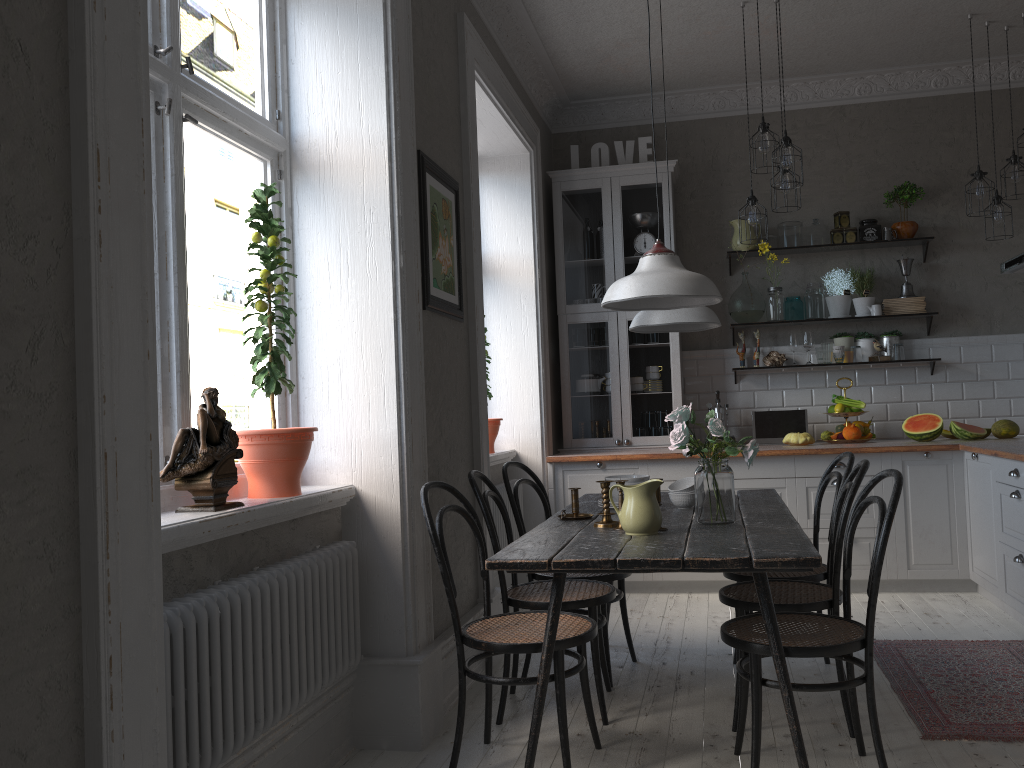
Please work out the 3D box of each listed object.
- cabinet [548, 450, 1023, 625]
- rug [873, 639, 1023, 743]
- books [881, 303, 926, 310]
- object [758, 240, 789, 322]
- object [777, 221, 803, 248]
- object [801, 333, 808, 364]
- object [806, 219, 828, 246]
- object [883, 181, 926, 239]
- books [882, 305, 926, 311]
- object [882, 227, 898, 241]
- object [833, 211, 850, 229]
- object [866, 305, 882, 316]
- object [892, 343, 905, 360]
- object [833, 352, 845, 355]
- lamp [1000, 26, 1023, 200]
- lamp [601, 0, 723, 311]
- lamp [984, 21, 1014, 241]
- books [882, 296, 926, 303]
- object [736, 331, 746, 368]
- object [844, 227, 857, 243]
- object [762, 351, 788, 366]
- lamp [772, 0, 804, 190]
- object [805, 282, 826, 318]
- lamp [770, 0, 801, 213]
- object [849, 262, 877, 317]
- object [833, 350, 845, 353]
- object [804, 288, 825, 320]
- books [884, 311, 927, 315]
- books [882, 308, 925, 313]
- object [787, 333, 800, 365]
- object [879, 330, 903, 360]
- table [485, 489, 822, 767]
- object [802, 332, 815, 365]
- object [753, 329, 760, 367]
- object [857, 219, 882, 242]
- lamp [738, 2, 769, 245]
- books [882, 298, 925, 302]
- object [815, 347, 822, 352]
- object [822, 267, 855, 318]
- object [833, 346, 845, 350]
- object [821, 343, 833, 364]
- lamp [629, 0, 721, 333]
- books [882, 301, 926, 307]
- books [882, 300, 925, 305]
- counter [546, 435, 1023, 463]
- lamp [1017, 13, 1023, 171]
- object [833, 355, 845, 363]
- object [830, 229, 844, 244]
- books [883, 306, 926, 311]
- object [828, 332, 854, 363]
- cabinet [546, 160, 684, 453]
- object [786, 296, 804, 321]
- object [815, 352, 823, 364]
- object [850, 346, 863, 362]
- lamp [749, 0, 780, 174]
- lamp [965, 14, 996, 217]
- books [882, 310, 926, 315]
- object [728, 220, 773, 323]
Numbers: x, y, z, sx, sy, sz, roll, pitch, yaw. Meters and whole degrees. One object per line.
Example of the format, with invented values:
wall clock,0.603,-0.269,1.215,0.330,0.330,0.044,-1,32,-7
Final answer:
cabinet,2.060,0.767,4.424,2.026,0.854,4.114,-1,-2,-32
rug,1.845,1.166,3.472,0.730,0.014,1.300,-3,-2,13
books,2.586,-0.512,5.849,0.258,0.011,0.159,-3,-2,14
object,1.732,-0.686,5.892,0.191,0.540,0.281,-2,-2,4
object,1.877,-0.993,5.970,0.176,0.184,0.168,-1,-2,-39
object,1.986,-0.234,5.958,0.082,0.217,0.081,-2,-2,-2
object,2.072,-1.016,6.030,0.142,0.220,0.137,-1,-2,-29
object,2.595,-1.134,5.829,0.256,0.397,0.246,-4,-2,36
books,2.587,-0.501,5.849,0.258,0.011,0.159,-3,-2,17
object,2.471,-0.979,5.796,0.092,0.096,0.075,-3,-2,12
object,2.195,-1.085,5.892,0.083,0.113,0.082,-2,-2,-8
object,2.382,-0.481,5.793,0.104,0.071,0.064,-4,-3,42
object,2.522,-0.208,5.782,0.077,0.108,0.078,-2,-2,5
object,2.151,-0.180,5.823,0.077,0.051,0.077,-2,-2,5
lamp,2.938,-1.966,5.247,0.150,1.735,0.144,-1,-2,-36
lamp,0.433,-1.175,2.812,0.387,1.858,0.371,-1,-2,-41
lamp,2.791,-1.710,5.160,0.148,1.735,0.145,-2,-2,-16
books,2.585,-0.555,5.850,0.258,0.011,0.159,-3,-2,17
object,1.565,-0.235,6.042,0.054,0.264,0.061,-2,-2,-17
object,2.253,-0.976,5.887,0.081,0.113,0.084,-3,-2,22
object,1.762,-0.170,5.962,0.178,0.111,0.095,-2,-2,-11
lamp,1.344,-1.852,4.447,0.149,1.735,0.144,-1,-2,-31
object,2.065,-0.554,6.036,0.130,0.264,0.133,-3,-2,17
lamp,1.429,-1.795,4.751,0.147,1.735,0.146,-2,-2,-1
object,2.326,-0.629,5.872,0.187,0.380,0.166,-1,-2,-27
object,2.150,-0.197,5.823,0.076,0.051,0.078,-3,-2,30
object,2.009,-0.528,5.891,0.122,0.206,0.127,-4,-2,34
books,2.589,-0.457,5.847,0.258,0.011,0.159,-3,-2,14
books,2.588,-0.479,5.848,0.257,0.016,0.160,-3,-2,24
object,1.902,-0.230,5.978,0.082,0.217,0.081,-2,-2,-2
object,2.528,-0.254,5.899,0.157,0.213,0.154,-3,-2,9
table,0.594,0.853,3.289,0.897,0.735,1.935,-3,-2,13
object,1.968,-0.236,5.869,0.082,0.217,0.081,-2,-2,-2
object,1.665,-0.240,6.008,0.063,0.264,0.052,-1,-2,-42
object,2.383,-1.011,5.914,0.141,0.174,0.143,-3,-2,12
lamp,1.266,-1.628,4.782,0.149,1.735,0.144,-2,-2,-21
books,2.585,-0.544,5.850,0.257,0.016,0.160,-3,-2,20
object,2.080,-0.205,5.958,0.076,0.083,0.079,-3,-2,29
object,2.209,-0.610,5.947,0.240,0.354,0.238,-3,-2,30
object,2.149,-0.223,5.824,0.077,0.051,0.077,-2,-2,-2
object,2.093,-0.202,5.879,0.079,0.139,0.078,-2,-2,-16
lamp,0.637,-1.153,3.690,0.374,1.858,0.384,-3,-2,19
books,2.586,-0.523,5.849,0.258,0.011,0.159,-3,-2,17
books,2.585,-0.533,5.850,0.257,0.016,0.160,-3,-2,24
counter,1.570,0.374,4.376,3.136,0.039,3.418,-3,-2,12
lamp,2.934,-2.100,5.077,0.148,1.735,0.145,-2,-2,-16
object,2.151,-0.163,5.822,0.077,0.051,0.077,-2,-2,5
object,2.169,-0.972,5.907,0.082,0.113,0.083,-3,-2,12
books,2.587,-0.490,5.848,0.257,0.016,0.160,-3,-2,20
object,2.212,-0.245,5.942,0.157,0.217,0.155,-2,-2,-8
cabinet,0.741,-0.489,6.052,0.872,1.921,0.391,-3,-2,11
object,1.910,-0.504,6.001,0.125,0.172,0.127,-3,-2,15
object,2.081,-0.172,5.957,0.076,0.083,0.079,-3,-2,29
object,2.275,-0.196,5.855,0.077,0.108,0.078,-2,-2,5
lamp,1.282,-1.974,4.625,0.147,1.735,0.146,-2,-2,-1
lamp,2.630,-1.830,5.056,0.143,1.735,0.150,-4,-3,44
books,2.588,-0.469,5.847,0.258,0.011,0.159,-3,-2,17
object,1.570,-0.745,5.970,0.339,0.674,0.333,-2,-2,-20
